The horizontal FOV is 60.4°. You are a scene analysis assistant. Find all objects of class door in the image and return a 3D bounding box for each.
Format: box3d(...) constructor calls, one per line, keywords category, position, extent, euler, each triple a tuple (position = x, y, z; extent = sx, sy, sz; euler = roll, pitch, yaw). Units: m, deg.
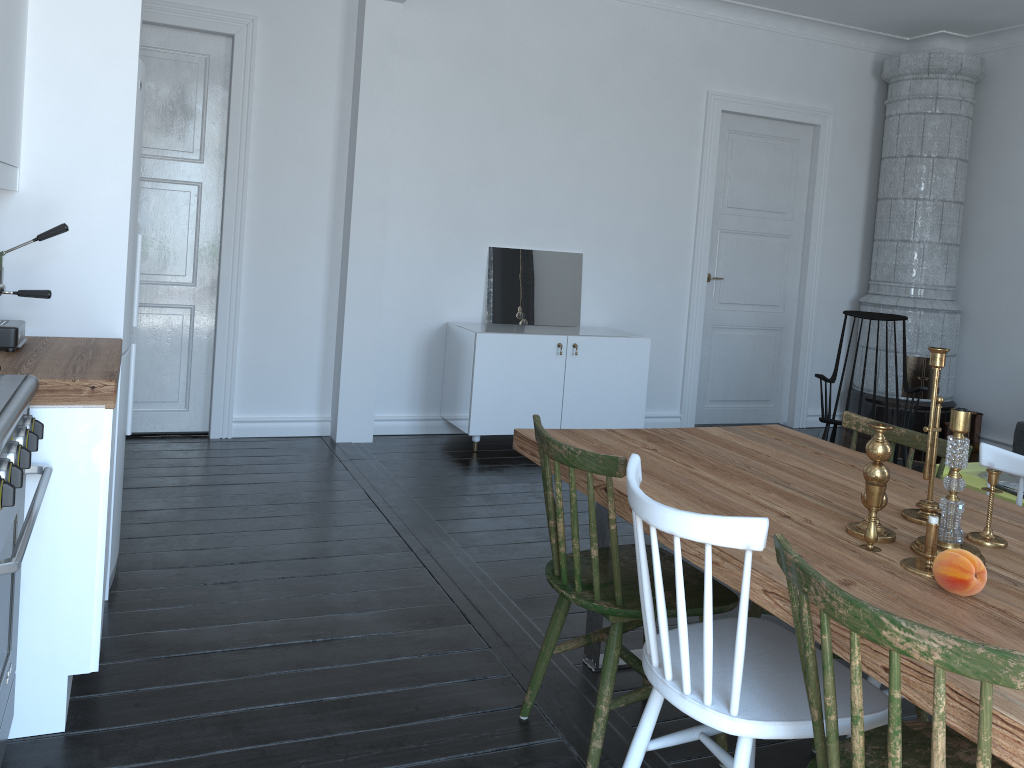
box3d(category="door", position=(1.840, -0.894, 6.671), extent=(1.167, 2.460, 0.117), euler=(3, 3, -23))
box3d(category="door", position=(-2.066, -0.917, 5.005), extent=(1.039, 2.460, 0.117), euler=(3, 3, -23))

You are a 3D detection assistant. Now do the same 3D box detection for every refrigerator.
box3d(category="refrigerator", position=(-1.670, -0.231, 3.063), extent=(0.680, 1.790, 0.581), euler=(3, 4, -23))

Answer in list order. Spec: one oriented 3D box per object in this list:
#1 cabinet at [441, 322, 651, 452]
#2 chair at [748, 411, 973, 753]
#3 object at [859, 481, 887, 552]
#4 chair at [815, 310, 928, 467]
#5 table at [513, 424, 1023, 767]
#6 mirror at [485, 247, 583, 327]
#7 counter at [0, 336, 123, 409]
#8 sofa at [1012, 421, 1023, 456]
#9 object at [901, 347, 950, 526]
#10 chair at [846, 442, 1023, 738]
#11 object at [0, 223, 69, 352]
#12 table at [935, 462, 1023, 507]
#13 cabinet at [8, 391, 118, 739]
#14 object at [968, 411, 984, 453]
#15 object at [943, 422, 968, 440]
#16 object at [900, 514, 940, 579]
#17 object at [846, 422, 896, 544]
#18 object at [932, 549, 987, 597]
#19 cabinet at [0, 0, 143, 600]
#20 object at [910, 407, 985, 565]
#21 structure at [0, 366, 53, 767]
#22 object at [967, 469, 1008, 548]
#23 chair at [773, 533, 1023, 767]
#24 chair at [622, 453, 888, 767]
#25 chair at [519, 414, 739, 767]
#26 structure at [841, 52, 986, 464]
box3d(category="cabinet", position=(0.219, 0.018, 5.680), extent=(1.198, 0.730, 0.596), euler=(1, 6, -23))
box3d(category="chair", position=(0.977, 0.537, 2.584), extent=(0.484, 0.822, 0.472), euler=(2, 5, -25))
box3d(category="object", position=(0.752, 0.276, 1.833), extent=(0.049, 0.138, 0.050), euler=(3, 4, -23))
box3d(category="chair", position=(2.165, 0.085, 5.354), extent=(0.615, 0.998, 0.910), euler=(6, 6, 21))
box3d(category="table", position=(0.875, 0.694, 1.909), extent=(1.016, 0.710, 2.256), euler=(1, 9, -23))
box3d(category="mirror", position=(0.156, -0.648, 5.913), extent=(0.694, 0.499, 0.054), euler=(1, 4, -23))
box3d(category="counter", position=(-1.070, 0.162, 1.303), extent=(0.845, 0.073, 3.140), euler=(0, 10, -23))
box3d(category="sofa", position=(3.796, 0.542, 4.171), extent=(1.082, 0.717, 2.404), euler=(1, 9, -23))
box3d(category="object", position=(0.996, 0.120, 2.069), extent=(0.114, 0.408, 0.114), euler=(6, 3, 29))
box3d(category="chair", position=(1.198, 0.616, 2.156), extent=(0.509, 0.837, 0.471), euler=(2, 5, -23))
box3d(category="object", position=(-1.472, -0.288, 2.516), extent=(0.352, 0.368, 0.208), euler=(2, 5, -23))
box3d(category="table", position=(2.516, 0.700, 3.605), extent=(0.599, 0.396, 1.419), euler=(1, 9, -23))
box3d(category="cabinet", position=(-1.158, 0.590, 1.306), extent=(0.728, 0.806, 3.225), euler=(3, 9, -15))
box3d(category="object", position=(3.375, 0.349, 6.511), extent=(0.175, 0.279, 0.175), euler=(2, 5, -23))
box3d(category="object", position=(3.223, 0.396, 6.405), extent=(0.171, 0.198, 0.176), euler=(1, 7, -33))
box3d(category="object", position=(0.824, 0.311, 1.729), extent=(0.102, 0.113, 0.103), euler=(0, 7, -37))
box3d(category="object", position=(0.793, 0.211, 1.918), extent=(0.100, 0.246, 0.101), euler=(4, 4, 0))
box3d(category="object", position=(0.823, 0.346, 1.622), extent=(0.084, 0.083, 0.090), euler=(3, 6, -11))
box3d(category="cabinet", position=(-1.197, -0.238, 1.575), extent=(0.778, 2.351, 3.839), euler=(3, 7, -20))
box3d(category="object", position=(0.918, 0.204, 1.827), extent=(0.141, 0.309, 0.140), euler=(6, 4, 19))
box3d(category="structure", position=(-1.311, 0.416, 1.669), extent=(0.720, 1.013, 0.708), euler=(2, 5, -23))
box3d(category="object", position=(1.053, 0.270, 1.937), extent=(0.080, 0.159, 0.080), euler=(6, 4, 24))
box3d(category="chair", position=(0.687, 0.708, 1.408), extent=(0.484, 0.822, 0.472), euler=(2, 5, -25))
box3d(category="chair", position=(0.467, 0.613, 1.835), extent=(0.509, 0.837, 0.471), euler=(2, 5, -23))
box3d(category="chair", position=(0.292, 0.533, 2.294), extent=(0.484, 0.822, 0.472), euler=(2, 5, -25))
box3d(category="structure", position=(3.015, -0.996, 6.561), extent=(0.781, 2.872, 1.274), euler=(6, 4, 21))
